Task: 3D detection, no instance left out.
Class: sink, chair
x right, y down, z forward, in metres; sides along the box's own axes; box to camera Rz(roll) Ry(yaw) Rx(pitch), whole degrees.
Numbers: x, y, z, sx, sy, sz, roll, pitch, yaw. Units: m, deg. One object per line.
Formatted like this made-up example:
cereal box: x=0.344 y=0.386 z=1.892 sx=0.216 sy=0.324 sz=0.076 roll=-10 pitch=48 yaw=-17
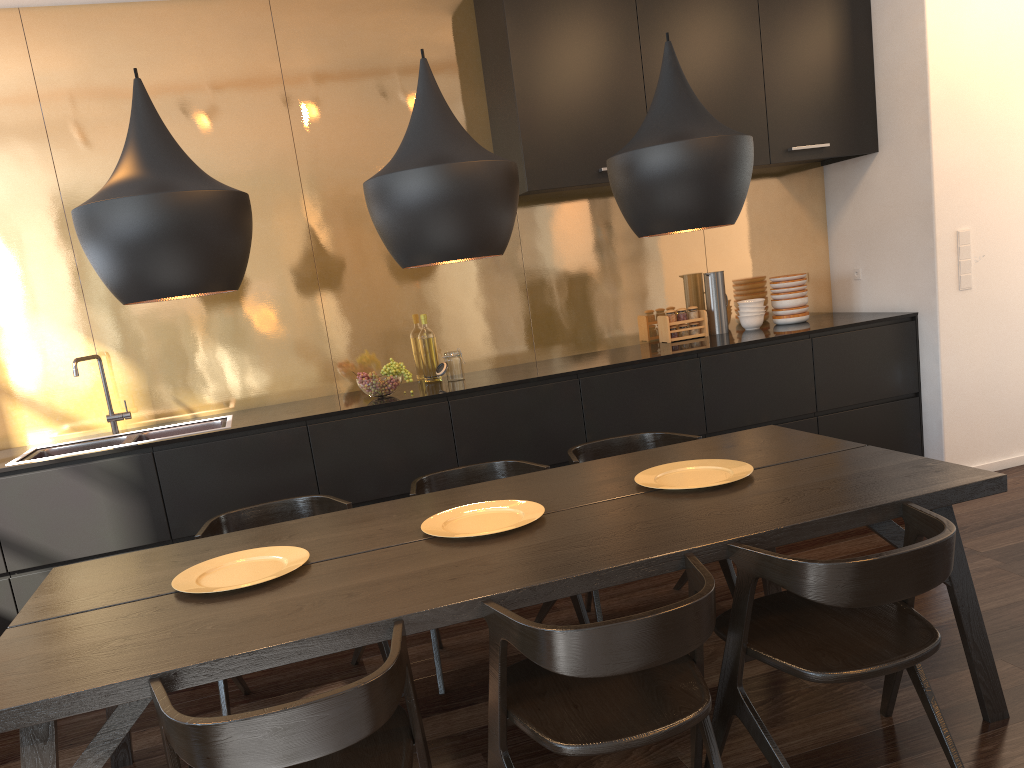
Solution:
sink: x=-0.508 y=0.013 z=4.216 sx=3.402 sy=0.247 sz=0.478 roll=-10 pitch=8 yaw=-16
chair: x=0.227 y=0.767 z=2.035 sx=0.591 sy=0.680 sz=0.515 roll=-10 pitch=10 yaw=-15
chair: x=-0.419 y=0.878 z=1.855 sx=0.591 sy=0.680 sz=0.515 roll=-11 pitch=10 yaw=-17
chair: x=0.809 y=0.667 z=2.191 sx=0.591 sy=0.680 sz=0.515 roll=-11 pitch=10 yaw=-17
chair: x=-0.760 y=0.779 z=3.064 sx=0.590 sy=0.680 sz=0.515 roll=-11 pitch=10 yaw=-19
chair: x=-0.076 y=0.666 z=3.219 sx=0.591 sy=0.680 sz=0.515 roll=-11 pitch=10 yaw=-17
chair: x=0.501 y=0.567 z=3.374 sx=0.591 sy=0.680 sz=0.515 roll=-10 pitch=10 yaw=-16

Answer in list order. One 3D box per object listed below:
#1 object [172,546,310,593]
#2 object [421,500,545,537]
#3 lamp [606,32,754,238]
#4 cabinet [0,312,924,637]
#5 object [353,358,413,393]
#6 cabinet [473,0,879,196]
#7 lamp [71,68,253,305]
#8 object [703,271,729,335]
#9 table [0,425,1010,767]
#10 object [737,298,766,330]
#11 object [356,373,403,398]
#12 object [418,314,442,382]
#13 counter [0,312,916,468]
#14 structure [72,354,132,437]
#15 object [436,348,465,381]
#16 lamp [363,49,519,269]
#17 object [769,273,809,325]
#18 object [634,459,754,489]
object: x=-0.716 y=0.496 z=2.350 sx=0.355 sy=0.017 sz=0.352 roll=-9 pitch=7 yaw=-12
object: x=-0.082 y=0.388 z=2.521 sx=0.353 sy=0.017 sz=0.354 roll=-13 pitch=8 yaw=-34
lamp: x=0.467 y=-0.709 z=2.508 sx=0.411 sy=0.548 sz=0.405 roll=-2 pitch=11 yaw=32
cabinet: x=-0.332 y=0.454 z=4.379 sx=5.046 sy=0.912 sz=0.726 roll=-10 pitch=9 yaw=-15
object: x=-0.598 y=-0.027 z=4.091 sx=0.237 sy=0.175 sz=0.177 roll=-13 pitch=10 yaw=-30
cabinet: x=0.867 y=-1.598 z=4.518 sx=1.949 sy=1.064 sz=0.526 roll=-10 pitch=10 yaw=-15
lamp: x=-0.858 y=-0.482 z=2.151 sx=0.411 sy=0.548 sz=0.405 roll=-5 pitch=10 yaw=18
object: x=1.147 y=-0.451 z=4.907 sx=0.164 sy=0.344 sz=0.113 roll=-10 pitch=11 yaw=-12
table: x=-0.009 y=0.732 z=2.556 sx=2.492 sy=0.688 sz=1.097 roll=-10 pitch=8 yaw=-15
object: x=1.333 y=-0.386 z=4.914 sx=0.158 sy=0.162 sz=0.152 roll=-6 pitch=9 yaw=13
object: x=-0.607 y=0.012 z=4.108 sx=0.219 sy=0.098 sz=0.216 roll=-3 pitch=9 yaw=32
object: x=-0.425 y=-0.184 z=4.494 sx=0.092 sy=0.344 sz=0.091 roll=1 pitch=14 yaw=41
counter: x=-0.392 y=0.010 z=4.294 sx=5.043 sy=0.002 sz=0.726 roll=-10 pitch=7 yaw=-15
structure: x=-1.839 y=0.060 z=3.990 sx=0.109 sy=0.390 sz=0.262 roll=-8 pitch=10 yaw=0
object: x=-0.302 y=-0.091 z=4.377 sx=0.175 sy=0.153 sz=0.088 roll=-14 pitch=12 yaw=-37
lamp: x=-0.195 y=-0.595 z=2.329 sx=0.407 sy=0.548 sz=0.410 roll=-15 pitch=12 yaw=-38
object: x=1.551 y=-0.473 z=4.941 sx=0.196 sy=0.268 sz=0.197 roll=-16 pitch=12 yaw=-40
object: x=0.552 y=0.279 z=2.692 sx=0.355 sy=0.017 sz=0.352 roll=-9 pitch=7 yaw=-12
